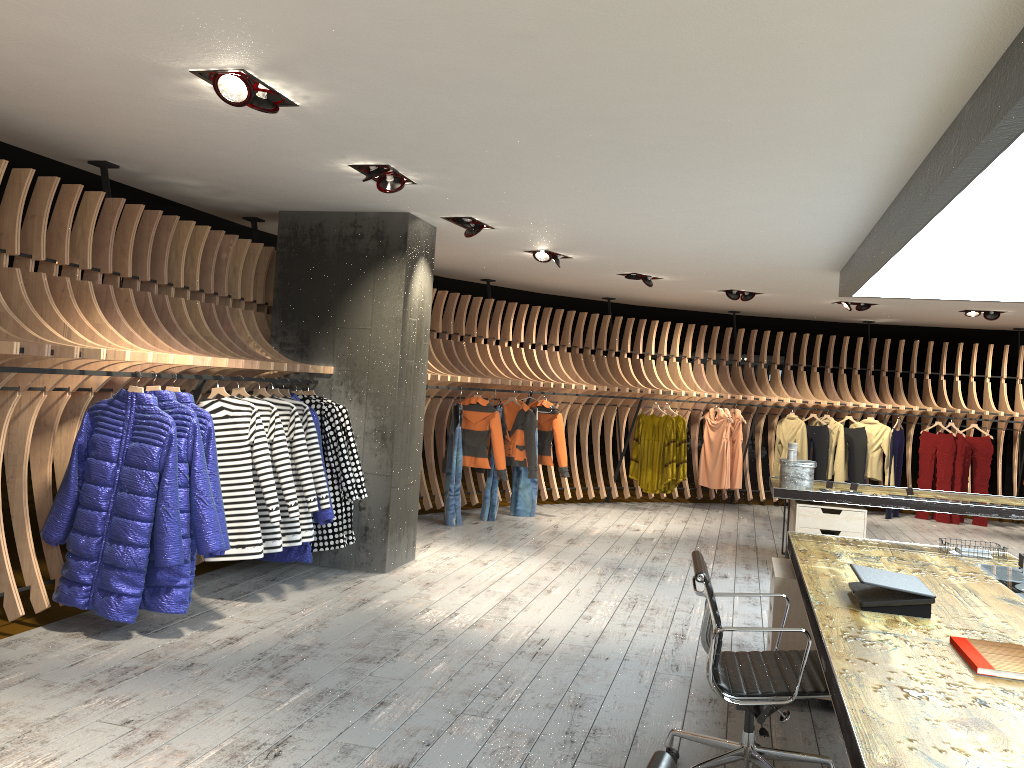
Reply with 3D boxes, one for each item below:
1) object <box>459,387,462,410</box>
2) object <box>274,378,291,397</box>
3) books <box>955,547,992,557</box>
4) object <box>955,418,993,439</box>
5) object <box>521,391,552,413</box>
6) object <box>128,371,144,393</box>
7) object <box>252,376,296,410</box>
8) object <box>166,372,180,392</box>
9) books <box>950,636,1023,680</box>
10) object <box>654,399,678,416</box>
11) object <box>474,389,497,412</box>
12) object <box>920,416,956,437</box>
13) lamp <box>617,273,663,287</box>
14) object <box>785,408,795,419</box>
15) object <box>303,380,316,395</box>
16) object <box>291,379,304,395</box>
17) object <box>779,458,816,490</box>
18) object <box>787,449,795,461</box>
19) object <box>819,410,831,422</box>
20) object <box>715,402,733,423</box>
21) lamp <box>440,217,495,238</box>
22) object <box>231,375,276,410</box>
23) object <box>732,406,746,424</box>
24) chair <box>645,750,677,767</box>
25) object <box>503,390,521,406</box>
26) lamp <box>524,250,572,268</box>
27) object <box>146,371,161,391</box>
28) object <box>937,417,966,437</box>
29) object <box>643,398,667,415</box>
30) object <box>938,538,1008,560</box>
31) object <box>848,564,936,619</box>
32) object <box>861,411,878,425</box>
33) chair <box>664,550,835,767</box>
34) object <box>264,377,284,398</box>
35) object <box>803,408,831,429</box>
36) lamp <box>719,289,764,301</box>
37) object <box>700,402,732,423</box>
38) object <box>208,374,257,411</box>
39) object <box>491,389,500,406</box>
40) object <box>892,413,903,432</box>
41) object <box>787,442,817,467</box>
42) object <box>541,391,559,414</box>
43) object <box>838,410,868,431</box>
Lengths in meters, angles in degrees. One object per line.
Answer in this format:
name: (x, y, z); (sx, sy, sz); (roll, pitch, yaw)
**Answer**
object: (-0.541, 0.150, 9.338); (0.023, 0.243, 0.549); (4, 0, -4)
object: (-1.673, 0.087, 6.480); (0.525, 0.270, 0.012); (4, -1, 15)
books: (2.458, 0.894, 4.724); (0.155, 0.025, 0.110); (4, 0, 10)
object: (6.321, 0.598, 12.131); (0.012, 0.270, 0.525); (4, -1, -35)
object: (0.203, 0.198, 10.276); (0.549, 0.243, 0.023); (4, -1, -9)
object: (-2.080, 0.074, 4.871); (0.523, 0.292, 0.012); (4, -1, 15)
object: (-1.713, 0.104, 6.099); (0.518, 0.313, 0.012); (4, -1, 15)
object: (-1.982, 0.067, 5.176); (0.525, 0.270, 0.012); (4, -1, 15)
books: (1.490, 0.838, 2.704); (0.213, 0.026, 0.365); (4, 0, 15)
object: (2.026, 0.329, 11.614); (0.525, 0.270, 0.012); (3, -1, 45)
object: (-0.376, 0.172, 9.599); (0.525, 0.270, 0.012); (3, -1, 30)
object: (5.875, 0.570, 12.216); (0.012, 0.270, 0.525); (4, -1, -30)
lamp: (1.408, -1.219, 9.732); (0.492, 0.293, 0.269); (4, -1, -43)
object: (3.852, 0.444, 12.193); (0.012, 0.270, 0.525); (4, 0, -20)
object: (-1.537, 0.124, 6.801); (0.518, 0.313, 0.012); (4, -1, 15)
object: (-1.581, 0.123, 6.619); (0.516, 0.316, 0.012); (4, -1, 15)
object: (2.573, 0.812, 8.019); (0.303, 0.239, 0.497); (4, 0, 15)
object: (2.485, 0.633, 7.903); (0.062, 0.109, 0.062); (4, -1, -19)
object: (4.355, 0.476, 12.261); (0.012, 0.270, 0.525); (4, -1, -30)
object: (2.855, 0.378, 11.956); (0.012, 0.270, 0.525); (4, 0, -15)
lamp: (-0.347, -1.332, 7.129); (0.269, 0.292, 0.492); (3, 0, 21)
object: (-1.780, 0.099, 5.845); (0.518, 0.313, 0.012); (4, -1, 15)
object: (3.015, 0.388, 11.991); (0.012, 0.270, 0.525); (4, 0, -20)
chair: (0.424, 1.103, 1.288); (0.668, 0.860, 0.693); (3, -1, 11)
object: (0.003, 0.199, 10.053); (0.525, 0.270, 0.012); (3, -1, 35)
lamp: (0.355, -1.284, 8.549); (0.269, 0.296, 0.492); (3, 0, 34)
object: (-2.012, 0.073, 4.999); (0.523, 0.291, 0.012); (4, -1, 15)
object: (6.038, 0.581, 12.187); (0.012, 0.270, 0.525); (4, 0, -15)
object: (1.867, 0.319, 11.525); (0.525, 0.270, 0.012); (3, -1, 45)
object: (2.456, 0.884, 4.727); (0.302, 0.074, 0.216); (4, 0, 9)
object: (1.455, 0.794, 3.417); (0.261, 0.111, 0.372); (4, 0, 15)
object: (4.969, 0.513, 12.285); (0.525, 0.270, 0.012); (3, -1, 40)
chair: (0.974, 1.139, 3.428); (0.667, 0.860, 0.693); (4, -1, 1)
object: (-1.668, 0.107, 6.272); (0.518, 0.313, 0.012); (4, -1, 15)
object: (4.159, 0.463, 12.232); (0.012, 0.270, 0.525); (4, -1, -40)
lamp: (2.736, -1.132, 10.598); (0.492, 0.297, 0.269); (4, -1, -25)
object: (2.743, 0.371, 11.916); (0.012, 0.270, 0.525); (4, -1, -40)
object: (-1.840, 0.095, 5.617); (0.518, 0.313, 0.012); (4, -1, 15)
object: (-0.184, 0.173, 9.827); (0.023, 0.243, 0.549); (3, 0, 11)
object: (5.346, 0.534, 12.269); (0.012, 0.270, 0.525); (3, -1, 40)
object: (2.607, 0.635, 7.960); (0.262, 0.204, 0.088); (4, -1, 13)
object: (0.374, 0.220, 10.448); (0.525, 0.270, 0.012); (3, -1, 45)
object: (4.660, 0.494, 12.267); (0.525, 0.270, 0.012); (3, -1, 40)
